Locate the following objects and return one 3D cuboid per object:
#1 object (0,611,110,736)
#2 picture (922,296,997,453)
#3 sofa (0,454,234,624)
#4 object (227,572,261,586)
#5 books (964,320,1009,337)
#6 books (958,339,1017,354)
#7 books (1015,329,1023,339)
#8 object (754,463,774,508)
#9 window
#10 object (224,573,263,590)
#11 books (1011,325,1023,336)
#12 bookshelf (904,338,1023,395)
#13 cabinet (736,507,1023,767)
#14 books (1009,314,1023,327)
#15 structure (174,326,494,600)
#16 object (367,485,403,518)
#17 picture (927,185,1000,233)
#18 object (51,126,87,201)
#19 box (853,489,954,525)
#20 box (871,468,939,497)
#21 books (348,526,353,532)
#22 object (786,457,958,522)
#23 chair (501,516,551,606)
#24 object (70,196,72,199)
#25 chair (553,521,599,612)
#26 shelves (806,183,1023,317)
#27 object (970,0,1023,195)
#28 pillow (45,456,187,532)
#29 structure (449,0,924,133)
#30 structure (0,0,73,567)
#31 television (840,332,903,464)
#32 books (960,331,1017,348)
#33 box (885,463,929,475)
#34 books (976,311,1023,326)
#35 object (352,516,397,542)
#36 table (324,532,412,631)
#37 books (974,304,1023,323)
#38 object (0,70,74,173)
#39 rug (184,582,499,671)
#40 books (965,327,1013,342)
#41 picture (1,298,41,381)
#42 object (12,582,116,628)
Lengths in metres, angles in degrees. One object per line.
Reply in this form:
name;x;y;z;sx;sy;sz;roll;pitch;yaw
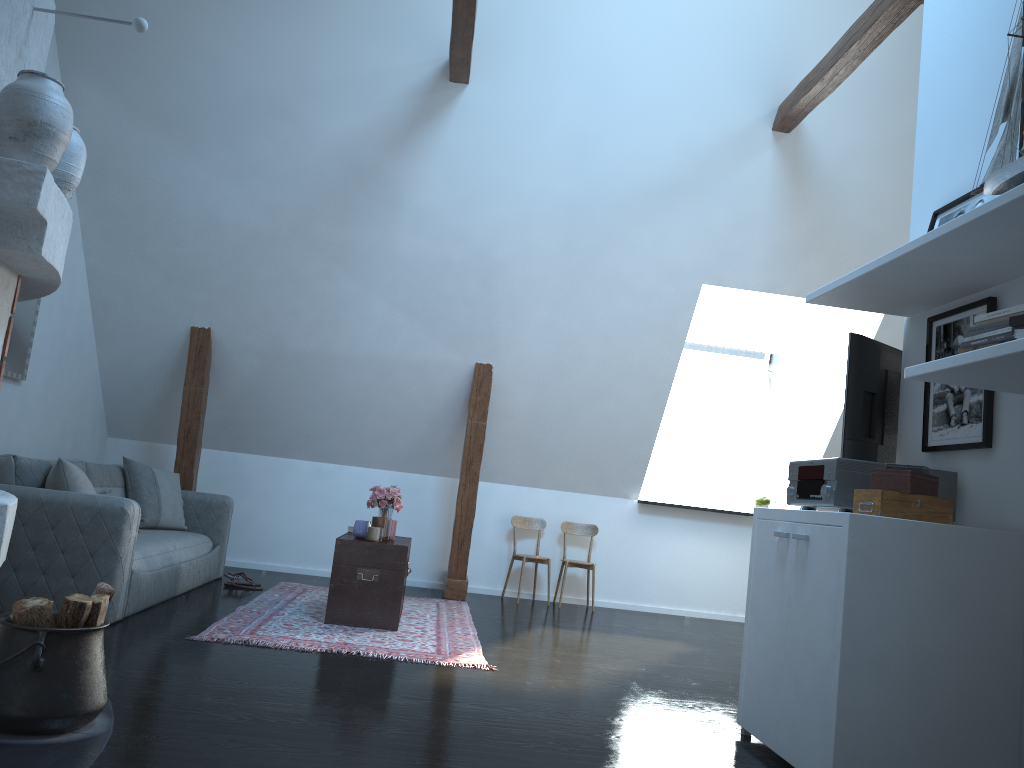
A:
object;-1.441;0.884;2.735;0.384;0.313;0.384;4;-8;22
picture;1.725;-0.022;3.433;0.036;0.558;0.420;7;-7;-4
sofa;-2.560;0.872;5.501;1.107;0.770;2.458;7;-7;-4
object;-1.929;1.399;6.374;0.101;0.090;0.277;0;-10;42
books;1.591;-0.165;2.785;0.193;0.028;0.245;9;-8;-14
books;1.566;-0.104;2.783;0.175;0.023;0.249;8;-7;-14
books;1.574;-0.129;2.518;0.227;0.024;0.166;11;-8;-30
object;2.250;0.933;7.902;0.131;0.461;0.309;5;-7;14
window;4.065;-1.066;5.605;8.018;4.249;5.959;7;-7;-4
object;-1.881;1.385;6.221;0.277;0.090;0.101;9;-8;-16
books;1.581;-0.153;2.509;0.175;0.024;0.243;8;-7;-13
bookshelf;1.579;-0.048;2.614;0.478;0.038;0.741;7;-7;-4
cabinet;1.305;0.962;3.291;0.638;0.921;0.869;7;-7;-4
books;1.576;-0.179;2.520;0.179;0.029;0.225;9;-8;-17
structure;3.450;1.269;7.715;12.350;1.963;1.023;7;-7;-4
object;-0.856;0.838;5.904;0.234;0.351;0.235;-1;-10;45
picture;1.757;-0.582;3.431;0.114;0.377;0.597;7;-7;-4
object;-1.442;-0.684;2.805;0.158;0.274;0.158;2;-9;34
box;1.365;0.431;3.099;0.294;0.093;0.169;8;-7;-9
box;1.377;0.348;3.106;0.210;0.075;0.137;13;-9;-39
books;-0.970;0.998;6.005;0.243;0.034;0.179;10;-8;-26
object;1.411;0.432;3.542;0.496;0.211;0.435;7;-7;-5
chair;0.152;1.474;7.440;0.329;0.696;0.342;10;-8;-21
object;-1.527;-0.627;2.967;0.064;0.114;0.161;7;-7;-2
chair;0.553;1.522;7.451;0.329;0.696;0.342;7;-7;-3
shelves;1.591;-0.434;3.097;0.478;0.038;1.604;7;-7;-4
object;1.703;-0.980;2.806;0.140;0.989;0.789;7;-7;-4
pillow;-2.445;0.713;5.550;0.444;0.515;2.075;7;-7;-4
structure;2.576;-2.285;2.923;15.910;3.562;10.230;7;-7;1
structure;-2.669;-1.521;2.425;3.049;4.752;3.058;6;-7;4
television;1.989;0.173;3.952;1.005;0.652;0.537;13;-9;-39
books;1.569;-0.126;2.786;0.175;0.023;0.249;8;-7;-9
box;1.394;0.301;3.129;0.129;0.027;0.076;2;-9;35
books;1.590;-0.191;2.780;0.143;0.020;0.215;8;-7;-10
object;-0.868;0.899;5.537;0.215;0.138;0.413;6;-7;7
table;-0.878;1.221;5.615;0.471;0.492;0.962;7;-7;-4
books;1.599;-0.210;2.785;0.158;0.021;0.224;8;-7;-9
object;-1.383;-0.729;2.553;0.203;0.314;0.203;9;-8;-20
rug;-0.924;1.451;5.554;1.512;0.029;2.647;7;-7;-4
books;1.588;-0.144;2.781;0.192;0.014;0.255;8;-7;-6
picture;-3.084;-0.662;5.404;0.025;1.185;0.965;7;-7;-4
object;-1.413;0.803;2.734;0.270;0.370;0.240;7;-7;-5
